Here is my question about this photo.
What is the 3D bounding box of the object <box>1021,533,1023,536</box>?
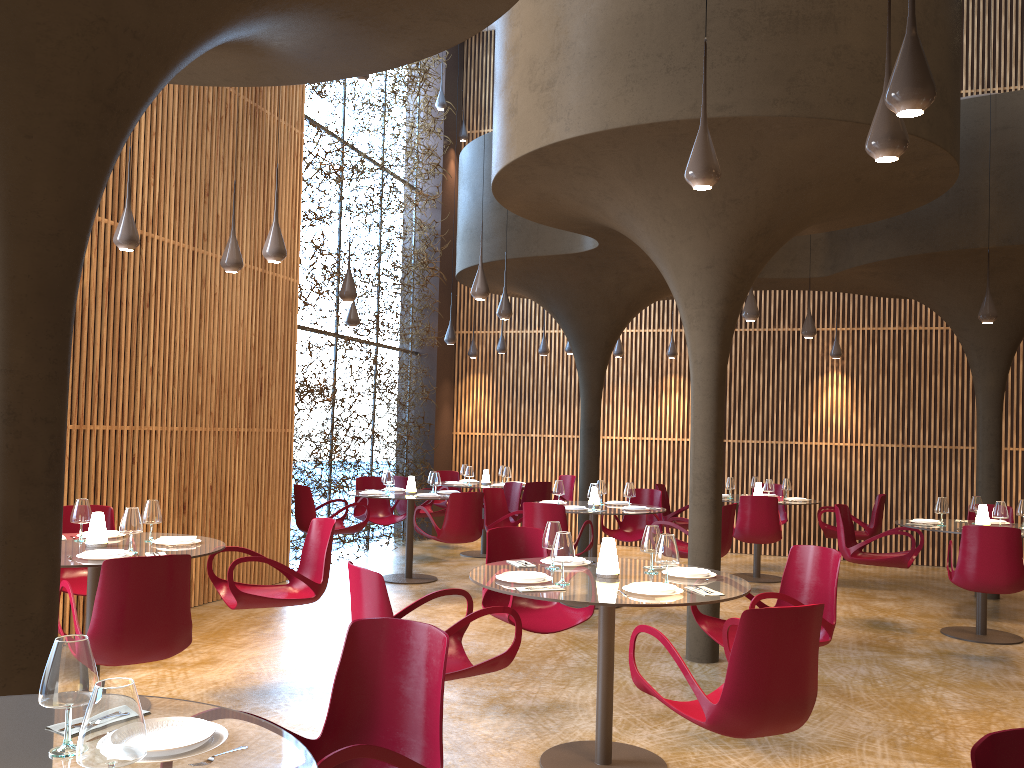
[{"bbox_3d":[4.863,1.447,8.559,0.126,0.017,0.262,0,-4,33],"label":"object"}]

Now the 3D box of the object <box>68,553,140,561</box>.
[{"bbox_3d":[-2.562,1.082,5.574,0.411,0.012,0.204,3,-4,-31],"label":"object"}]

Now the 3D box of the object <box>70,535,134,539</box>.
[{"bbox_3d":[-3.025,1.121,6.546,0.411,0.012,0.204,4,-4,-36],"label":"object"}]

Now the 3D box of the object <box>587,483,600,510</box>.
[{"bbox_3d":[0.923,1.274,10.018,0.142,0.295,0.142,1,-2,9],"label":"object"}]

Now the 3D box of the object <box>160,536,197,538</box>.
[{"bbox_3d":[-2.483,1.144,6.595,0.262,0.017,0.126,3,-3,-22],"label":"object"}]

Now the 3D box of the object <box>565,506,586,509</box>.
[{"bbox_3d":[0.695,1.391,9.955,0.263,0.029,0.263,0,-3,26],"label":"object"}]

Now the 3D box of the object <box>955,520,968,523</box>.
[{"bbox_3d":[4.964,1.515,9.788,0.126,0.017,0.262,0,-3,28],"label":"object"}]

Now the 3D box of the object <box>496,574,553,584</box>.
[{"bbox_3d":[0.072,1.129,5.142,0.332,0.014,0.332,3,-3,-19],"label":"object"}]

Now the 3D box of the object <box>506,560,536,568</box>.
[{"bbox_3d":[0.060,1.168,5.755,0.126,0.017,0.262,3,-3,-18],"label":"object"}]

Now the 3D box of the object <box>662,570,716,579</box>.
[{"bbox_3d":[1.093,1.174,5.475,0.332,0.014,0.332,-1,-4,41],"label":"object"}]

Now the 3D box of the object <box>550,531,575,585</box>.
[{"bbox_3d":[0.290,0.993,5.054,0.142,0.295,0.142,1,-2,13],"label":"object"}]

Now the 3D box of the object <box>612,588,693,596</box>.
[{"bbox_3d":[0.769,1.135,4.870,0.411,0.012,0.204,3,-3,-18],"label":"object"}]

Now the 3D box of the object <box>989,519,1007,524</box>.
[{"bbox_3d":[5.221,1.497,9.628,0.263,0.029,0.263,1,-3,19],"label":"object"}]

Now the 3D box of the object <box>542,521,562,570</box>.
[{"bbox_3d":[0.260,1.023,5.622,0.142,0.295,0.142,3,-2,-30],"label":"object"}]

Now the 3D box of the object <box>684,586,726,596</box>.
[{"bbox_3d":[1.071,1.152,4.927,0.126,0.017,0.262,2,-3,-14],"label":"object"}]

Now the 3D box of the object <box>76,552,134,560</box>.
[{"bbox_3d":[-2.558,1.081,5.577,0.332,0.014,0.332,1,-3,15],"label":"object"}]

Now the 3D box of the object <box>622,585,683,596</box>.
[{"bbox_3d":[0.774,1.134,4.872,0.332,0.014,0.332,-1,-4,38],"label":"object"}]

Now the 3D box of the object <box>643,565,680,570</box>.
[{"bbox_3d":[0.989,1.194,5.759,0.262,0.017,0.126,3,-3,-24],"label":"object"}]

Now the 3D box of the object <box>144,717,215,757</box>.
[{"bbox_3d":[-0.931,0.945,2.367,0.263,0.029,0.263,0,-3,25],"label":"object"}]

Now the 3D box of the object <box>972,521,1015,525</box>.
[{"bbox_3d":[5.225,1.508,9.626,0.410,0.012,0.204,0,-3,24],"label":"object"}]

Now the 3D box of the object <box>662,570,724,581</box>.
[{"bbox_3d":[1.096,1.176,5.471,0.204,0.012,0.411,3,-3,-28],"label":"object"}]

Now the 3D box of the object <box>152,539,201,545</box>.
[{"bbox_3d":[-2.387,1.124,6.309,0.332,0.014,0.332,-1,-4,43],"label":"object"}]

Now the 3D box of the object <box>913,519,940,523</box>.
[{"bbox_3d":[4.419,1.466,9.454,0.263,0.029,0.263,0,-3,25],"label":"object"}]

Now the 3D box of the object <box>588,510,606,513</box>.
[{"bbox_3d":[0.938,1.405,9.776,0.126,0.017,0.262,0,-4,33],"label":"object"}]

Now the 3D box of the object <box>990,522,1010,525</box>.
[{"bbox_3d":[5.221,1.506,9.627,0.332,0.014,0.332,2,-3,0],"label":"object"}]

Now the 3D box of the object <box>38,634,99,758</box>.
[{"bbox_3d":[-1.151,0.809,2.305,0.142,0.295,0.142,1,-2,8],"label":"object"}]

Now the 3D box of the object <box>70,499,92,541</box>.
[{"bbox_3d":[-3.069,0.969,6.318,0.142,0.295,0.142,0,-2,35],"label":"object"}]

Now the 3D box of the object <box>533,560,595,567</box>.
[{"bbox_3d":[0.357,1.175,5.833,0.411,0.012,0.204,3,-3,-22],"label":"object"}]

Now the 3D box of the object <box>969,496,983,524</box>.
[{"bbox_3d":[5.004,1.360,9.555,0.142,0.295,0.142,3,-2,-40],"label":"object"}]

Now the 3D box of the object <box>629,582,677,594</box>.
[{"bbox_3d":[0.774,1.124,4.872,0.263,0.029,0.263,2,-3,-17],"label":"object"}]

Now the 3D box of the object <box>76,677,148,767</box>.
[{"bbox_3d":[-0.868,0.796,1.924,0.142,0.295,0.142,1,-2,28],"label":"object"}]

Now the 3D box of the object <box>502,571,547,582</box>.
[{"bbox_3d":[0.072,1.119,5.142,0.263,0.029,0.263,2,-3,-10],"label":"object"}]

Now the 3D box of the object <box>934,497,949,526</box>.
[{"bbox_3d":[4.476,1.328,9.231,0.142,0.295,0.142,3,-2,-34],"label":"object"}]

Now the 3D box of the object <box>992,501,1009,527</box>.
[{"bbox_3d":[4.848,1.315,8.801,0.142,0.295,0.142,1,-2,9],"label":"object"}]

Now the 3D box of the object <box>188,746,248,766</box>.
[{"bbox_3d":[-0.927,0.956,2.365,0.410,0.012,0.204,0,-3,27],"label":"object"}]

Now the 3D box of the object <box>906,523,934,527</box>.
[{"bbox_3d":[4.234,1.465,9.215,0.262,0.017,0.126,-1,-4,34],"label":"object"}]

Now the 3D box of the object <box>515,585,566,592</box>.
[{"bbox_3d":[0.155,1.123,4.851,0.262,0.017,0.126,3,-3,-19],"label":"object"}]

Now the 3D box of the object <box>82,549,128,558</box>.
[{"bbox_3d":[-2.558,1.071,5.577,0.263,0.029,0.263,1,-3,12],"label":"object"}]

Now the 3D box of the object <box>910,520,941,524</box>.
[{"bbox_3d":[4.419,1.475,9.454,0.332,0.014,0.332,-1,-4,44],"label":"object"}]

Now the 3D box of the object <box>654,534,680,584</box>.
[{"bbox_3d":[0.888,1.011,5.080,0.142,0.295,0.142,2,-2,-26],"label":"object"}]

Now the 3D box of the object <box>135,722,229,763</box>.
[{"bbox_3d":[-0.931,0.955,2.367,0.332,0.014,0.332,1,-3,9],"label":"object"}]

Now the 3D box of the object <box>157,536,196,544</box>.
[{"bbox_3d":[-2.387,1.115,6.309,0.263,0.029,0.263,-1,-4,36],"label":"object"}]

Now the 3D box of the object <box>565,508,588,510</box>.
[{"bbox_3d":[0.694,1.401,9.955,0.332,0.014,0.332,1,-3,10],"label":"object"}]

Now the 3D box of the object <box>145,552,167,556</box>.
[{"bbox_3d":[-2.282,1.102,5.699,0.126,0.017,0.262,3,-3,-27],"label":"object"}]

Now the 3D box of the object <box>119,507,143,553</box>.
[{"bbox_3d":[-2.494,0.958,5.805,0.142,0.295,0.142,0,-2,39],"label":"object"}]

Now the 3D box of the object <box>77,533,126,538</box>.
[{"bbox_3d":[-3.029,1.119,6.543,0.332,0.014,0.332,2,-3,-9],"label":"object"}]

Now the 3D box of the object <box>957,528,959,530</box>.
[{"bbox_3d":[4.615,1.444,8.739,0.410,0.012,0.204,0,-3,29],"label":"object"}]

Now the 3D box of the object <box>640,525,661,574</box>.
[{"bbox_3d":[0.876,1.036,5.554,0.142,0.295,0.142,0,-2,32],"label":"object"}]

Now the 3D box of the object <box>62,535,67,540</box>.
[{"bbox_3d":[-3.296,1.112,6.401,0.126,0.017,0.262,3,-4,-31],"label":"object"}]

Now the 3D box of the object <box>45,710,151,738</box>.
[{"bbox_3d":[-1.180,0.964,2.539,0.126,0.017,0.262,0,-4,31],"label":"object"}]

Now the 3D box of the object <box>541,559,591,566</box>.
[{"bbox_3d":[0.353,1.173,5.830,0.332,0.014,0.332,0,-4,34],"label":"object"}]

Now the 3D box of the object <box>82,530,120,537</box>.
[{"bbox_3d":[-3.028,1.110,6.544,0.263,0.029,0.263,0,-3,20],"label":"object"}]

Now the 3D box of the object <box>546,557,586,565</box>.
[{"bbox_3d":[0.353,1.164,5.831,0.263,0.029,0.263,2,-3,-11],"label":"object"}]

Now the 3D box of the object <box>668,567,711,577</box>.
[{"bbox_3d":[1.093,1.165,5.476,0.263,0.029,0.263,3,-3,-27],"label":"object"}]

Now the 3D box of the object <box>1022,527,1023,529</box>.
[{"bbox_3d":[5.339,1.474,8.954,0.332,0.014,0.332,4,-4,-39],"label":"object"}]

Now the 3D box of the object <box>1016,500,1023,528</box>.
[{"bbox_3d":[5.304,1.348,9.188,0.142,0.295,0.142,2,-2,-8],"label":"object"}]

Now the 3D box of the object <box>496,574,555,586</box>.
[{"bbox_3d":[0.070,1.130,5.146,0.204,0.012,0.411,3,-3,-24],"label":"object"}]

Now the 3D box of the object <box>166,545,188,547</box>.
[{"bbox_3d":[-2.384,1.126,6.305,0.204,0.012,0.411,3,-3,-26],"label":"object"}]

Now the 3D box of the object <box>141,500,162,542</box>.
[{"bbox_3d":[-2.601,0.986,6.394,0.142,0.295,0.142,1,-2,22],"label":"object"}]
